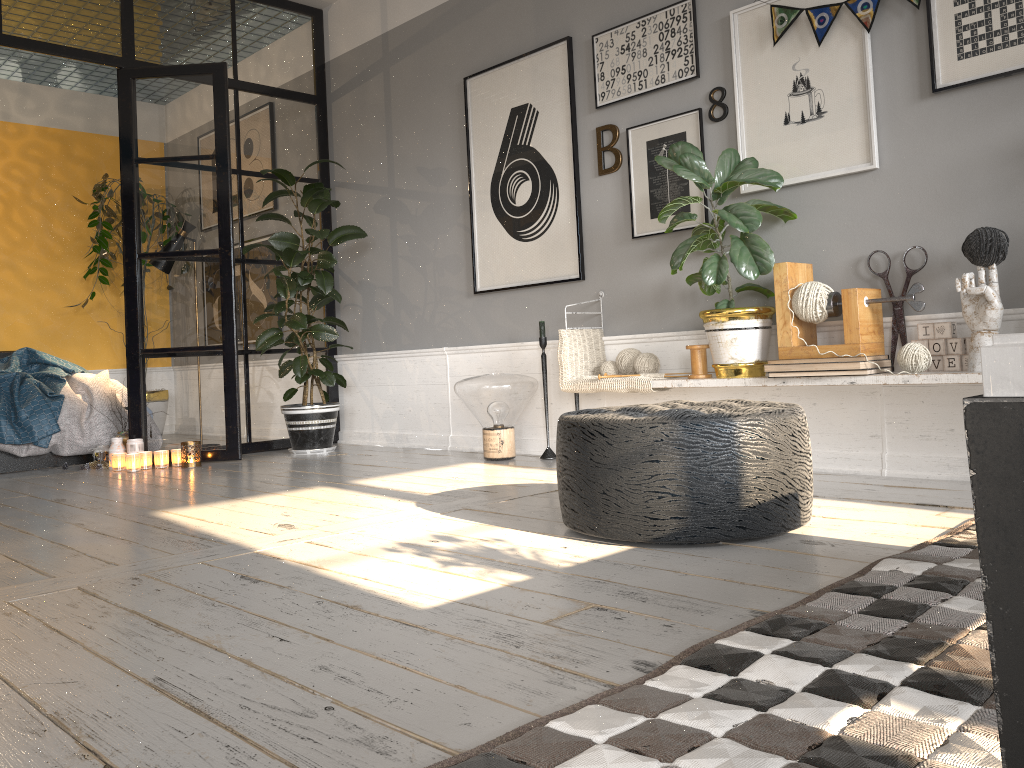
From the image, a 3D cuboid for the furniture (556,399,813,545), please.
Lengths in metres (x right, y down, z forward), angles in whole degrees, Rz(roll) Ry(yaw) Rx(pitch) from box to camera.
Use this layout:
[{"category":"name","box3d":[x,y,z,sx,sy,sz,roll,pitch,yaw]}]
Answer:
[{"category":"furniture","box3d":[0.499,0.233,2.611,0.734,0.357,0.736,-2,1,33]}]

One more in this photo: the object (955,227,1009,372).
[{"category":"object","box3d":[1.579,-0.283,2.949,0.136,0.484,0.154,-1,-3,-44]}]

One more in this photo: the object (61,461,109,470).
[{"category":"object","box3d":[-2.454,0.470,5.089,0.326,0.054,0.087,-3,1,10]}]

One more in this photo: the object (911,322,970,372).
[{"category":"object","box3d":[1.545,-0.132,3.120,0.078,0.174,0.264,-2,0,-38]}]

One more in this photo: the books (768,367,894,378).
[{"category":"books","box3d":[1.198,-0.045,3.322,0.367,0.021,0.297,-2,2,40]}]

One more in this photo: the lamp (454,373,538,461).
[{"category":"lamp","box3d":[-0.073,0.166,4.529,0.433,0.438,0.431,-3,0,-22]}]

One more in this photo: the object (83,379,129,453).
[{"category":"object","box3d":[-2.273,0.218,5.279,0.437,0.523,0.278,-3,-1,-4]}]

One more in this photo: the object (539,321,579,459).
[{"category":"object","box3d":[0.242,0.021,4.406,0.279,0.702,0.091,-4,-3,38]}]

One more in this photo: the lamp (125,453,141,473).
[{"category":"lamp","box3d":[-2.055,0.428,4.805,0.081,0.099,0.080,-3,-1,-4]}]

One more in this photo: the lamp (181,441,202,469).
[{"category":"lamp","box3d":[-1.779,0.391,4.904,0.107,0.141,0.107,-3,-1,10]}]

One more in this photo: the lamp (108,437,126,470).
[{"category":"lamp","box3d":[-2.227,0.394,4.992,0.092,0.180,0.092,-2,-2,-23]}]

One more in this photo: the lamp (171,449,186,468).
[{"category":"lamp","box3d":[-1.865,0.415,4.952,0.081,0.099,0.080,-3,-1,-4]}]

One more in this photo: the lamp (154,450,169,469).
[{"category":"lamp","box3d":[-1.943,0.420,4.907,0.081,0.099,0.080,-3,-1,-4]}]

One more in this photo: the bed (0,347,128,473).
[{"category":"bed","box3d":[-3.619,0.142,5.723,1.900,0.771,2.317,-4,2,-44]}]

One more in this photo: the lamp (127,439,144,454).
[{"category":"lamp","box3d":[-2.111,0.394,4.965,0.092,0.167,0.089,-3,-1,12]}]

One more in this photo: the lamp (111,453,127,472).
[{"category":"lamp","box3d":[-2.166,0.432,4.879,0.080,0.099,0.080,-3,-1,10]}]

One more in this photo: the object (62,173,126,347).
[{"category":"object","box3d":[-3.081,-0.651,7.350,1.246,2.209,1.344,-4,-2,33]}]

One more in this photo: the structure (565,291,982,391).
[{"category":"structure","box3d":[1.297,-0.225,3.260,0.308,0.487,2.770,-2,0,-44]}]

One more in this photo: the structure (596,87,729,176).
[{"category":"structure","box3d":[0.682,-1.161,4.097,0.024,0.263,0.737,-1,-1,-44]}]

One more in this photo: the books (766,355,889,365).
[{"category":"books","box3d":[1.189,-0.092,3.339,0.378,0.017,0.229,-1,2,43]}]

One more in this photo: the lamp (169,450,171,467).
[{"category":"lamp","box3d":[-1.963,0.422,5.004,0.063,0.091,0.063,-3,-1,28]}]

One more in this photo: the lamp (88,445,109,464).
[{"category":"lamp","box3d":[-2.390,0.423,5.158,0.096,0.131,0.108,-3,-1,16]}]

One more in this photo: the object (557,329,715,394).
[{"category":"object","box3d":[0.581,-0.116,3.964,0.329,0.307,0.783,-3,1,-43]}]

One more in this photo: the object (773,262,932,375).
[{"category":"object","box3d":[1.261,-0.251,3.254,0.239,0.441,0.544,-1,-1,-44]}]

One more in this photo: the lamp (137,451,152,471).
[{"category":"lamp","box3d":[-2.029,0.425,4.891,0.081,0.099,0.080,-3,-1,-4]}]

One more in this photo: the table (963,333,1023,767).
[{"category":"table","box3d":[1.091,0.178,0.832,1.458,0.512,0.730,-4,1,-44]}]

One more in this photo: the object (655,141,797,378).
[{"category":"object","box3d":[0.874,-0.507,3.563,0.509,0.966,0.546,-4,-2,31]}]

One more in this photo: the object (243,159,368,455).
[{"category":"object","box3d":[-2.327,-0.392,4.307,3.901,1.798,1.008,-4,0,-44]}]

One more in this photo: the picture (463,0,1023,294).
[{"category":"picture","box3d":[-1.528,-1.139,3.474,4.044,1.798,7.277,-4,2,-44]}]

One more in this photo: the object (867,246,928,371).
[{"category":"object","box3d":[1.439,-0.274,3.280,0.019,0.464,0.221,-1,-3,-44]}]

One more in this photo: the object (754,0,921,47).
[{"category":"object","box3d":[1.323,-1.490,3.391,0.057,0.340,0.912,-1,-1,-45]}]

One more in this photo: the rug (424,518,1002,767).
[{"category":"rug","box3d":[1.155,0.408,1.092,2.530,0.034,1.766,-4,2,-44]}]

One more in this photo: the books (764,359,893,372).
[{"category":"books","box3d":[1.185,-0.069,3.328,0.260,0.029,0.383,-4,2,-43]}]
